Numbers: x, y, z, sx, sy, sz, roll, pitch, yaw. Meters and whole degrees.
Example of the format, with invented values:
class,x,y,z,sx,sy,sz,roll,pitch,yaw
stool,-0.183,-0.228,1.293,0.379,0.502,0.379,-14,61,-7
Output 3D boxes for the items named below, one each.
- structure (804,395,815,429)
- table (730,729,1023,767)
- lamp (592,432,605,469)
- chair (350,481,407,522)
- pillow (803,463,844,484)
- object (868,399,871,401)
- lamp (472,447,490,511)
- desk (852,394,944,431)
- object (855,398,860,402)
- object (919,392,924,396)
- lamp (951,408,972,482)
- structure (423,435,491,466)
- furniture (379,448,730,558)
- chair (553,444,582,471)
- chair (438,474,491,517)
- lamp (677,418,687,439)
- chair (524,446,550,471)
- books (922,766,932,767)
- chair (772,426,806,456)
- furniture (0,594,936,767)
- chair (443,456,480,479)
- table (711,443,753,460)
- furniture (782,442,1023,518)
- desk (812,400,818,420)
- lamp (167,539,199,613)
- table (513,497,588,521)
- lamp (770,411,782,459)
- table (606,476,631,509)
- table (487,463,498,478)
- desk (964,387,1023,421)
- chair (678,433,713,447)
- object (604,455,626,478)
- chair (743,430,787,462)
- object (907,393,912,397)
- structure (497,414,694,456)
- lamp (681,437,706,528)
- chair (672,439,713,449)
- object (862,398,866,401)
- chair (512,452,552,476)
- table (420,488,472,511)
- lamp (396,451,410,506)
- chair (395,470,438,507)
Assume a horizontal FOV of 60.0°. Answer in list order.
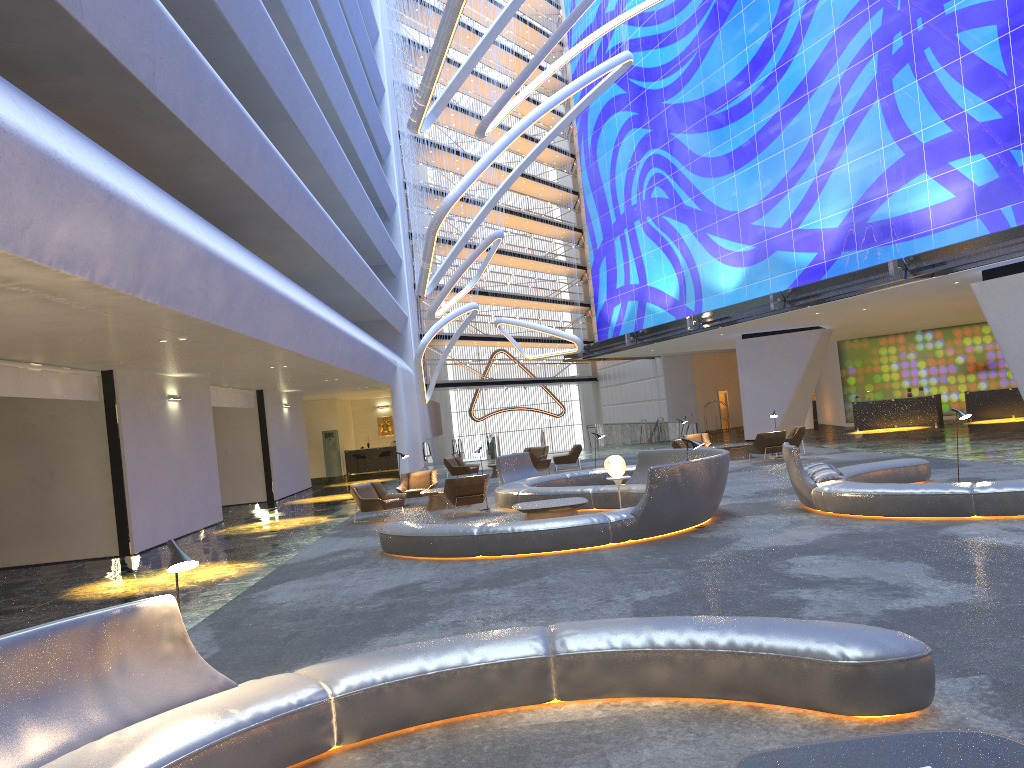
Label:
class,x,y,z,sx,sy,sz,roll,pitch,yaw
structure,13.047,0.968,39.219,1.021,2.051,0.774,-6,0,-23
table,1.425,1.606,3.013,1.203,0.392,1.204,-6,-2,-1
lamp,2.058,1.757,20.851,0.384,1.300,0.202,-6,0,16
chair,-2.773,2.419,18.294,0.940,0.766,0.928,-7,-2,32
pillow,4.595,1.311,13.242,0.692,0.262,0.877,-6,-2,7
object,13.604,0.596,33.726,0.072,0.070,0.073,-7,-1,33
lamp,-0.615,1.916,17.895,0.202,1.300,0.384,-6,0,15
desk,14.514,1.079,33.405,2.983,1.097,0.812,-7,-2,37
object,13.229,0.604,33.973,0.149,0.149,0.149,-7,-1,33
object,15.109,0.368,32.676,0.150,0.145,0.150,-6,-1,32
lamp,6.795,1.000,13.352,0.201,1.300,0.384,-6,0,-26
structure,-2.402,6.996,49.896,3.016,8.236,19.842,-6,-2,-2
furniture,1.434,1.784,16.219,5.190,0.969,9.924,-6,-2,15
chair,1.753,2.323,27.924,0.938,0.766,0.930,-6,-1,0
chair,-0.923,2.209,17.658,0.928,0.766,0.940,-5,-1,-18
lamp,5.133,1.663,26.630,0.384,1.300,0.202,-6,0,16
chair,0.739,2.477,29.307,0.931,0.766,0.938,-6,-1,25
books,1.494,1.386,3.054,0.395,0.039,0.301,-6,-2,12
chair,7.745,1.605,24.883,0.939,0.766,0.929,-6,-1,7
furniture,0.013,1.363,1.143,5.184,0.969,9.936,-6,-2,-5
chair,-1.575,2.650,27.704,0.940,0.766,0.928,-6,-1,23
table,6.286,1.949,25.312,1.203,0.392,1.204,-6,-2,-1
furniture,7.142,1.001,10.684,5.182,0.969,9.938,-5,-2,-10
desk,16.342,1.489,49.317,2.983,1.097,0.812,-7,-2,37
lamp,-1.938,1.578,5.272,0.201,1.300,0.385,-6,0,-42
table,0.629,2.105,14.216,1.203,0.392,1.204,-6,-2,-1
lamp,7.068,1.359,23.715,0.202,1.300,0.384,-6,0,15
table,1.863,1.907,15.289,0.418,0.595,0.428,-6,-1,-2
table,-0.116,2.696,28.034,1.204,0.392,1.202,-6,-2,16
desk,18.158,0.663,32.115,2.982,1.097,0.812,-7,-1,35
chair,5.500,1.895,26.581,0.929,0.766,0.939,-6,-1,5
object,1.773,1.421,15.260,0.367,0.387,0.318,-6,-1,6
chair,6.760,1.652,23.479,0.928,0.766,0.940,-5,-1,-18
object,14.759,0.411,32.883,0.150,0.145,0.150,-6,-1,32
structure,3.989,6.408,50.503,9.303,8.397,19.746,-6,-2,-2
lamp,2.600,1.395,12.619,0.384,1.300,0.202,-6,0,16
chair,4.911,1.862,24.115,0.940,0.766,0.928,-7,-2,32
object,13.436,0.598,33.837,0.108,0.108,0.111,-7,-1,33
chair,0.566,2.384,26.362,0.937,0.766,0.931,-5,-2,-40
table,-1.397,2.506,19.492,1.203,0.392,1.204,-6,-2,-2
lamp,-2.550,2.220,20.809,0.384,1.300,0.202,-6,0,16
chair,-2.184,2.452,20.761,0.929,0.766,0.939,-6,-1,5
